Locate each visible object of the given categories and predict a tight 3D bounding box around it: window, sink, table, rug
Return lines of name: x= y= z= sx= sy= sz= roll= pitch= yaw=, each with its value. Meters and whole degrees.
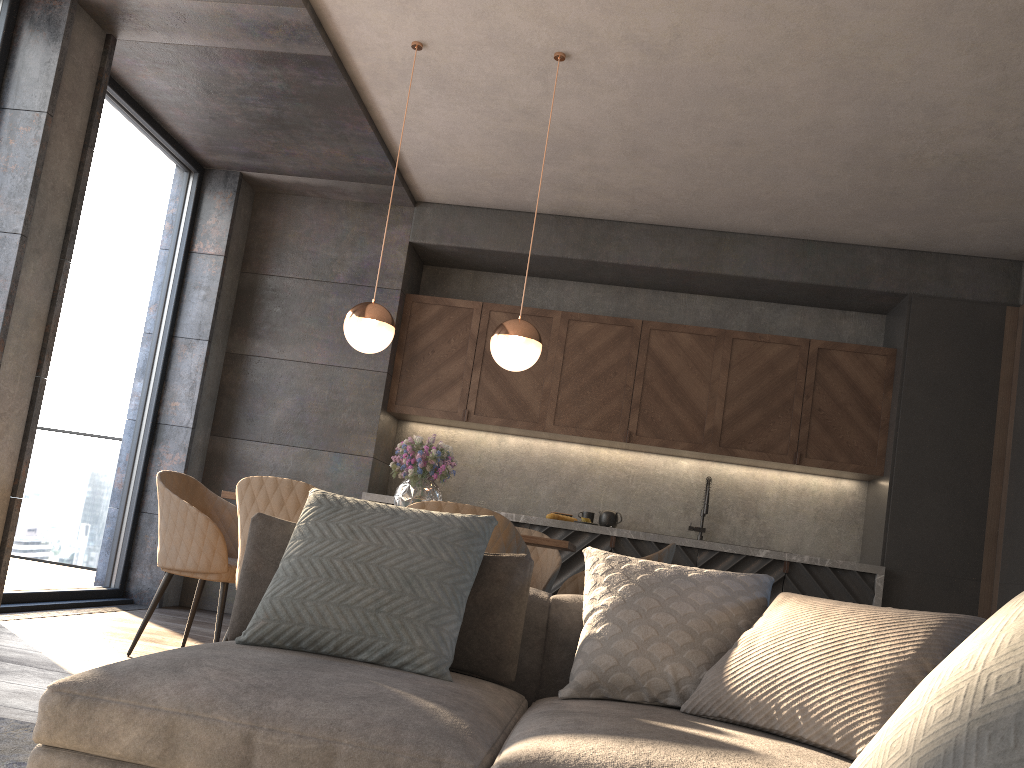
window: x=-2.775 y=-0.787 z=2.379 sx=0.199 sy=2.964 sz=7.369 roll=8 pitch=-10 yaw=8
sink: x=1.387 y=0.894 z=5.992 sx=0.960 sy=0.541 sz=0.467 roll=7 pitch=-8 yaw=7
table: x=-0.507 y=0.991 z=3.944 sx=1.464 sy=0.761 sz=0.779 roll=7 pitch=-9 yaw=8
rug: x=-0.829 y=0.727 z=0.856 sx=1.726 sy=0.020 sz=3.188 roll=7 pitch=-11 yaw=8

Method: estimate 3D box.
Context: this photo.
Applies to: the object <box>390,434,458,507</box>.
object: x=-0.406 y=0.424 z=4.032 sx=0.300 sy=0.405 sz=0.330 roll=12 pitch=-8 yaw=-22

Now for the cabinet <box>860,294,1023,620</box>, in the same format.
cabinet: x=2.974 y=0.797 z=5.472 sx=1.185 sy=2.727 sz=1.217 roll=8 pitch=-7 yaw=8

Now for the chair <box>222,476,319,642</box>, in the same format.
chair: x=-0.842 y=0.805 z=3.422 sx=0.553 sy=0.828 sz=0.517 roll=6 pitch=-8 yaw=17

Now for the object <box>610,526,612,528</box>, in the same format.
object: x=0.452 y=0.949 z=6.016 sx=0.489 sy=0.039 sz=0.288 roll=8 pitch=-11 yaw=3

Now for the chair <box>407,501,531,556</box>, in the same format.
chair: x=-0.240 y=0.880 z=3.347 sx=0.555 sy=0.828 sz=0.516 roll=8 pitch=-7 yaw=2

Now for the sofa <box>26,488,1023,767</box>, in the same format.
sofa: x=0.086 y=0.538 z=1.203 sx=2.020 sy=0.775 sz=2.952 roll=7 pitch=-11 yaw=7

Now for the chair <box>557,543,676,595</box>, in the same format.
chair: x=0.397 y=1.065 z=3.804 sx=0.509 sy=0.828 sz=0.562 roll=7 pitch=-8 yaw=12

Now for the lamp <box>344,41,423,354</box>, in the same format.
lamp: x=-0.574 y=-0.898 z=4.212 sx=0.238 sy=1.529 sz=0.242 roll=7 pitch=-6 yaw=13

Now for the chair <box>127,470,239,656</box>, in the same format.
chair: x=-1.404 y=0.846 z=4.067 sx=0.509 sy=0.828 sz=0.562 roll=7 pitch=-8 yaw=12

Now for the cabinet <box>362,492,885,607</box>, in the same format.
cabinet: x=0.626 y=1.459 z=5.971 sx=3.386 sy=0.941 sz=0.608 roll=7 pitch=-7 yaw=7

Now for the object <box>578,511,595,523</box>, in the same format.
object: x=0.519 y=0.941 z=6.139 sx=0.090 sy=0.102 sz=0.113 roll=2 pitch=-11 yaw=40

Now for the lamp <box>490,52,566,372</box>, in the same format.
lamp: x=0.115 y=-0.812 z=4.122 sx=0.240 sy=1.529 sz=0.240 roll=10 pitch=-6 yaw=-16

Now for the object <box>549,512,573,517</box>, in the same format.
object: x=0.338 y=0.935 z=6.167 sx=0.157 sy=0.067 sz=0.118 roll=10 pitch=-10 yaw=-7

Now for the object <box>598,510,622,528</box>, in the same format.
object: x=0.672 y=0.942 z=6.119 sx=0.137 sy=0.136 sz=0.153 roll=12 pitch=-9 yaw=-19

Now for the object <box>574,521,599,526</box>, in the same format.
object: x=0.501 y=0.948 z=5.969 sx=0.170 sy=0.020 sz=0.173 roll=1 pitch=-13 yaw=33

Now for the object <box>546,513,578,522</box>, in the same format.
object: x=0.347 y=0.921 z=6.017 sx=0.305 sy=0.054 sz=0.071 roll=18 pitch=-13 yaw=-41

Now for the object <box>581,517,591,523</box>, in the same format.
object: x=0.504 y=0.931 z=5.970 sx=0.120 sy=0.045 sz=0.118 roll=6 pitch=-11 yaw=13

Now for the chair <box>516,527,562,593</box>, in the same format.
chair: x=-0.059 y=1.123 z=4.455 sx=0.554 sy=0.828 sz=0.516 roll=8 pitch=-7 yaw=7

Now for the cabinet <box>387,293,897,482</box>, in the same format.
cabinet: x=0.861 y=0.014 z=6.238 sx=3.386 sy=0.857 sz=0.374 roll=7 pitch=-7 yaw=7
